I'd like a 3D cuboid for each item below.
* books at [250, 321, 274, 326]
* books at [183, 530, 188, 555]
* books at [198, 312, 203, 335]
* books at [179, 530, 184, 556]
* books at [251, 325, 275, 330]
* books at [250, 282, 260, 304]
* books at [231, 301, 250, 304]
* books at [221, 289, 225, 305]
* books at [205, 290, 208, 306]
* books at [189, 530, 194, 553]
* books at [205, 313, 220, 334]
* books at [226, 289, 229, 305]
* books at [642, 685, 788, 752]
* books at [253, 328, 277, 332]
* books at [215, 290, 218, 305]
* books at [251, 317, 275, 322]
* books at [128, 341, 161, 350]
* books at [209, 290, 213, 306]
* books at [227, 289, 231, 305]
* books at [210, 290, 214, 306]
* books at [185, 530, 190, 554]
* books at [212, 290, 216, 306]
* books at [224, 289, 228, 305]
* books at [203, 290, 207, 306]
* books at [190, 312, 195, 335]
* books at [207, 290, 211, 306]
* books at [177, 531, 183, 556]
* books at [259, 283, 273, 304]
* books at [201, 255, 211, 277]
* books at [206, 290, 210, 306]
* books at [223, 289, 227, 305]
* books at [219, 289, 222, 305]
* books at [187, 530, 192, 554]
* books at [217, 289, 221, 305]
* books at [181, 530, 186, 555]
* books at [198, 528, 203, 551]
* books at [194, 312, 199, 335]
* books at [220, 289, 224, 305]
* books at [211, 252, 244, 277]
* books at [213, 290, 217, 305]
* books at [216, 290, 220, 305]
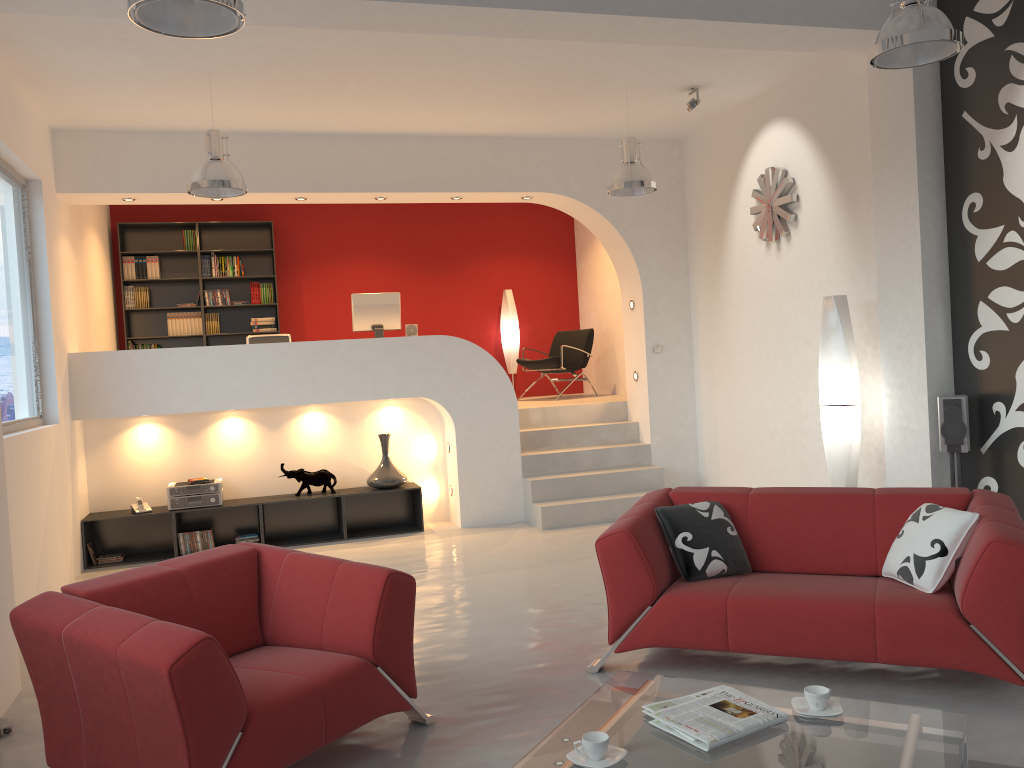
[{"bbox_3d":[-2.871,-0.693,10.199,0.260,0.040,0.200,-4,2,-17],"label":"books"},{"bbox_3d":[-2.737,1.331,7.448,0.031,0.190,0.135,-4,2,-16],"label":"books"},{"bbox_3d":[-3.519,-0.681,10.025,0.040,0.260,0.200,-4,2,-16],"label":"books"},{"bbox_3d":[-2.766,1.333,7.440,0.031,0.190,0.135,-4,2,-16],"label":"books"},{"bbox_3d":[-2.865,-0.653,10.203,0.260,0.040,0.200,-4,2,-16],"label":"books"},{"bbox_3d":[-2.955,-1.033,10.201,0.090,0.256,0.181,-4,2,-16],"label":"books"},{"bbox_3d":[-3.110,-0.932,10.164,0.190,0.015,0.135,-4,2,-11],"label":"books"},{"bbox_3d":[-3.289,-0.978,10.111,0.031,0.190,0.135,-4,2,-16],"label":"books"},{"bbox_3d":[-3.461,-0.966,10.060,0.031,0.190,0.135,-4,2,-16],"label":"books"},{"bbox_3d":[-2.694,1.328,7.461,0.031,0.190,0.135,-4,2,-16],"label":"books"},{"bbox_3d":[-3.401,-0.679,10.072,0.146,0.240,0.170,-4,2,-16],"label":"books"},{"bbox_3d":[-3.246,-0.981,10.124,0.031,0.190,0.135,-4,2,-16],"label":"books"},{"bbox_3d":[0.640,1.053,2.817,0.367,0.035,0.345,-4,2,-26],"label":"books"},{"bbox_3d":[-2.846,-0.614,10.212,0.260,0.040,0.200,-4,2,-15],"label":"books"},{"bbox_3d":[-3.361,-0.973,10.090,0.031,0.190,0.135,-4,2,-16],"label":"books"},{"bbox_3d":[-2.862,-0.733,10.193,0.260,0.040,0.200,-4,2,-16],"label":"books"},{"bbox_3d":[-4.065,-0.340,9.854,0.341,0.286,0.231,-4,2,-16],"label":"books"},{"bbox_3d":[-3.418,-0.969,10.073,0.031,0.190,0.135,-4,2,-16],"label":"books"},{"bbox_3d":[-3.232,-0.982,10.128,0.031,0.190,0.135,-4,2,-16],"label":"books"},{"bbox_3d":[-3.404,-0.970,10.077,0.031,0.190,0.135,-4,2,-16],"label":"books"},{"bbox_3d":[-2.723,1.330,7.453,0.031,0.190,0.135,-4,2,-16],"label":"books"},{"bbox_3d":[-3.390,-0.971,10.081,0.031,0.190,0.135,-4,2,-16],"label":"books"},{"bbox_3d":[-3.260,-0.980,10.119,0.031,0.190,0.135,-4,2,-16],"label":"books"},{"bbox_3d":[-3.476,-0.965,10.056,0.031,0.190,0.135,-4,2,-16],"label":"books"},{"bbox_3d":[-3.596,-0.675,10.002,0.040,0.260,0.200,-4,2,-16],"label":"books"},{"bbox_3d":[-3.433,-0.968,10.068,0.031,0.190,0.135,-4,2,-16],"label":"books"},{"bbox_3d":[-2.780,1.334,7.436,0.031,0.190,0.135,-4,2,-16],"label":"books"},{"bbox_3d":[-2.840,-1.032,10.235,0.146,0.240,0.170,-4,2,-16],"label":"books"},{"bbox_3d":[-3.465,-1.316,10.048,0.090,0.256,0.181,-4,2,-16],"label":"books"},{"bbox_3d":[-3.447,-0.967,10.064,0.031,0.190,0.135,-4,2,-16],"label":"books"},{"bbox_3d":[-3.275,-0.979,10.115,0.031,0.190,0.135,-4,2,-16],"label":"books"},{"bbox_3d":[-3.318,-0.976,10.102,0.031,0.190,0.135,-4,2,-16],"label":"books"},{"bbox_3d":[-2.708,1.329,7.457,0.031,0.190,0.135,-4,2,-16],"label":"books"},{"bbox_3d":[-3.332,-0.975,10.098,0.031,0.190,0.135,-4,2,-16],"label":"books"},{"bbox_3d":[-2.751,1.332,7.444,0.031,0.190,0.135,-4,2,-16],"label":"books"},{"bbox_3d":[-2.622,1.323,7.482,0.031,0.190,0.135,-4,2,-16],"label":"books"},{"bbox_3d":[-3.557,-0.678,10.013,0.040,0.260,0.200,-4,2,-16],"label":"books"},{"bbox_3d":[-3.303,-0.977,10.107,0.031,0.190,0.135,-4,2,-16],"label":"books"},{"bbox_3d":[-3.233,-1.346,10.092,0.341,0.286,0.231,-4,2,-16],"label":"books"},{"bbox_3d":[-3.375,-0.972,10.085,0.031,0.190,0.135,-4,2,-16],"label":"books"},{"bbox_3d":[-3.346,-0.974,10.094,0.031,0.190,0.135,-4,2,-16],"label":"books"}]
